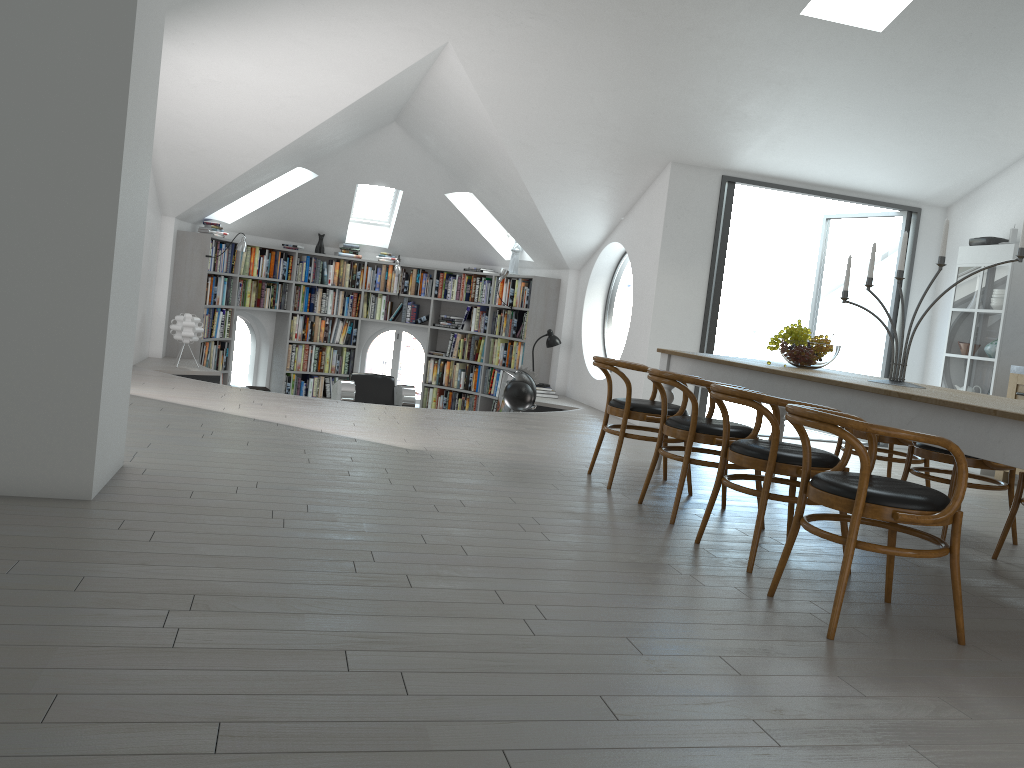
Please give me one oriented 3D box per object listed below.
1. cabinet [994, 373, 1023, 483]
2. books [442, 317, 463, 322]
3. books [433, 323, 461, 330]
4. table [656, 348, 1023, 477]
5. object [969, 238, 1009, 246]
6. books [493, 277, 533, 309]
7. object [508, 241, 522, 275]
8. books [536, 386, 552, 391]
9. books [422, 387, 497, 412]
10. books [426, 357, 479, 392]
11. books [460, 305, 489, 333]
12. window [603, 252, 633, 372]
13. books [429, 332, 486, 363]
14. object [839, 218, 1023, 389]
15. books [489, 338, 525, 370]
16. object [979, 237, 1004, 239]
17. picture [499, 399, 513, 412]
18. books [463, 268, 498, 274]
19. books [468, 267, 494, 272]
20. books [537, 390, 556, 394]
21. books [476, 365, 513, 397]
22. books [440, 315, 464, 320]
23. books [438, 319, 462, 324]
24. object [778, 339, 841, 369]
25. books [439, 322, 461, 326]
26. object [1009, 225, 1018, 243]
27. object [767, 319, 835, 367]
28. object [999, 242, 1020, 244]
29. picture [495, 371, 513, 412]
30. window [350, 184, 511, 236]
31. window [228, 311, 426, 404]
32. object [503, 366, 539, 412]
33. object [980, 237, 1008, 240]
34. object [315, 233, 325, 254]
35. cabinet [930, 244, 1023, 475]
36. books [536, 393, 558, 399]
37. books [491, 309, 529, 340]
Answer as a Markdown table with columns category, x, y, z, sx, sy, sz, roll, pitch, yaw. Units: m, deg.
| category | x | y | z | sx | sy | sz | roll | pitch | yaw |
| --- | --- | --- | --- | --- | --- | --- | --- | --- | --- |
| cabinet | 5.259 | 0.813 | 4.323 | 1.003 | 1.020 | 6.446 | 6 | 5 | -15 |
| books | -0.786 | -0.859 | 11.851 | 0.227 | 0.036 | 0.213 | 10 | 6 | 35 |
| books | -0.797 | -0.765 | 11.856 | 0.388 | 0.042 | 0.365 | 9 | 5 | 25 |
| table | 1.818 | 0.389 | 4.437 | 1.017 | 0.797 | 3.358 | 6 | 5 | -15 |
| object | 4.326 | -1.239 | 8.006 | 0.298 | 0.119 | 0.299 | 5 | 5 | -15 |
| books | 0.129 | -1.125 | 11.010 | 0.292 | 0.361 | 1.017 | 4 | 5 | -32 |
| object | 0.037 | -1.603 | 11.178 | 0.179 | 0.472 | 0.179 | 6 | 3 | -6 |
| books | 0.306 | 0.038 | 10.099 | 0.269 | 0.031 | 0.286 | 6 | 5 | -5 |
| books | -0.557 | 0.271 | 11.594 | 1.500 | 0.311 | 0.359 | 10 | 5 | 37 |
| books | -0.732 | -0.131 | 11.757 | 0.873 | 0.350 | 0.272 | 9 | 4 | 27 |
| books | -0.389 | -0.848 | 11.597 | 0.554 | 0.350 | 0.255 | 9 | 5 | 32 |
| window | 1.291 | -0.753 | 9.469 | 0.104 | 1.468 | 1.474 | 6 | 4 | -15 |
| books | -0.618 | -0.498 | 11.687 | 0.975 | 0.351 | 0.251 | 9 | 4 | 28 |
| object | 1.966 | -0.417 | 4.232 | 0.265 | 0.873 | 0.777 | 4 | 5 | -41 |
| books | 0.053 | -0.361 | 11.040 | 0.275 | 0.347 | 1.023 | 5 | 5 | -30 |
| object | 4.328 | -1.258 | 8.005 | 0.170 | 0.119 | 0.170 | 6 | 4 | -15 |
| picture | -0.080 | 0.468 | 10.582 | 0.106 | 0.554 | 0.491 | 5 | 4 | -24 |
| books | -0.408 | -1.476 | 11.660 | 0.337 | 0.036 | 0.316 | 10 | 6 | 38 |
| books | -0.405 | -1.504 | 11.659 | 0.233 | 0.027 | 0.248 | 2 | 7 | -42 |
| books | 0.302 | 0.070 | 10.101 | 0.286 | 0.034 | 0.305 | 4 | 5 | -25 |
| books | -0.039 | 0.007 | 11.112 | 0.303 | 0.358 | 1.187 | 4 | 5 | -34 |
| books | -0.782 | -0.890 | 11.849 | 0.269 | 0.031 | 0.286 | 3 | 6 | -35 |
| books | -0.789 | -0.828 | 11.852 | 0.286 | 0.031 | 0.269 | 10 | 6 | 35 |
| object | 1.733 | -0.167 | 5.206 | 0.359 | 0.159 | 0.361 | 4 | 6 | -34 |
| books | -0.793 | -0.797 | 11.854 | 0.286 | 0.031 | 0.269 | 8 | 5 | 20 |
| object | 4.362 | -1.297 | 7.711 | 0.054 | 0.196 | 0.054 | 7 | 3 | 10 |
| object | 1.712 | -0.234 | 5.210 | 0.293 | 0.284 | 0.393 | 10 | 5 | 39 |
| object | 4.405 | -1.201 | 7.708 | 0.295 | 0.025 | 0.151 | 8 | 5 | 9 |
| picture | -0.063 | 0.294 | 10.757 | 0.090 | 0.861 | 0.580 | 5 | 4 | -25 |
| window | -1.656 | -2.389 | 10.998 | 4.052 | 0.712 | 1.937 | 5 | 5 | -15 |
| window | -2.615 | -0.359 | 11.811 | 3.227 | 1.149 | 0.619 | 4 | 4 | -29 |
| object | 0.076 | 0.094 | 8.940 | 0.320 | 0.561 | 0.321 | 4 | 5 | -42 |
| object | 4.327 | -1.249 | 8.005 | 0.238 | 0.119 | 0.239 | 6 | 5 | -15 |
| object | -2.491 | -1.829 | 11.585 | 0.147 | 0.264 | 0.202 | 6 | 4 | -18 |
| cabinet | 4.241 | -0.226 | 7.935 | 0.360 | 1.986 | 0.643 | 6 | 3 | -15 |
| books | 0.298 | 0.107 | 10.103 | 0.365 | 0.042 | 0.389 | 5 | 5 | -15 |
| books | 0.089 | -0.743 | 11.021 | 0.279 | 0.357 | 1.055 | 5 | 5 | -29 |
